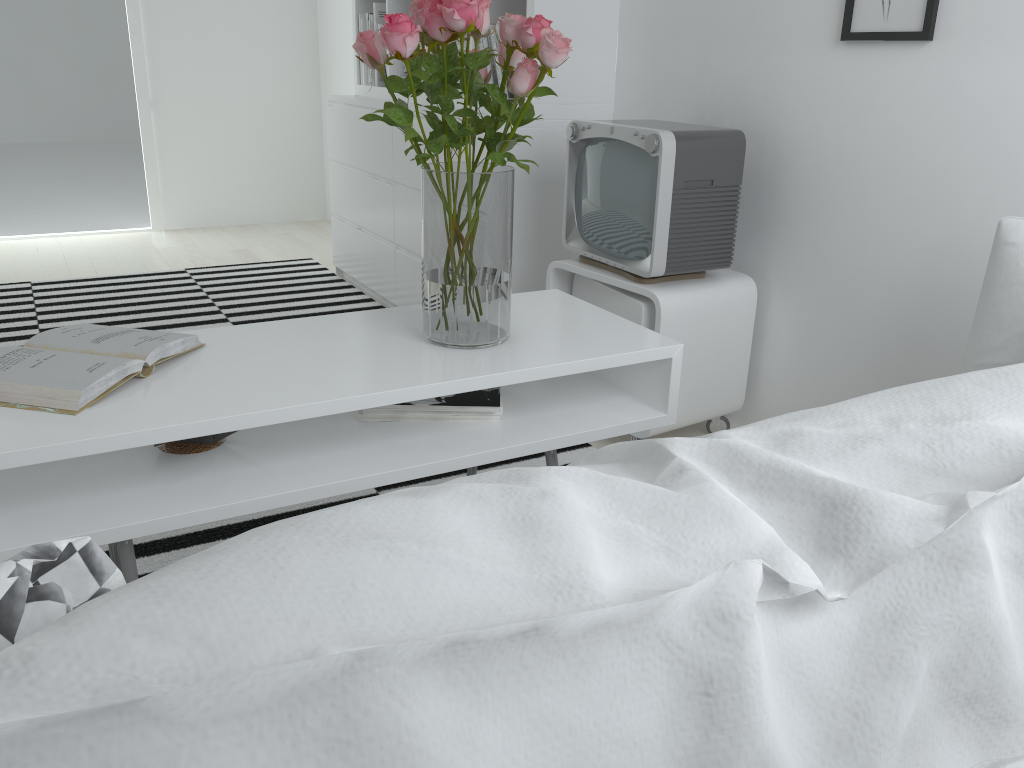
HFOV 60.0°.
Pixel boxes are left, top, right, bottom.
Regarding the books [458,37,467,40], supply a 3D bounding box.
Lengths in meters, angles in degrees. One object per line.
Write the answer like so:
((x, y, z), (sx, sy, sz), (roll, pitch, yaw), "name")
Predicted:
((-0.108, -1.236, 3.179), (0.159, 0.012, 0.285), (-9, 23, -27), "books")

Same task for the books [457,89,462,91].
((-0.093, -1.086, 3.262), (0.232, 0.014, 0.308), (-11, 24, -30), "books")

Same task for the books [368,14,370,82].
((-0.542, -1.461, 3.888), (0.182, 0.288, 0.016), (-9, 23, -27), "books")

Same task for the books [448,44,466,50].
((-0.116, -1.216, 3.205), (0.167, 0.017, 0.263), (-9, 23, -27), "books")

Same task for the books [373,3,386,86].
((-0.504, -1.446, 3.790), (0.176, 0.331, 0.025), (-9, 23, -27), "books")

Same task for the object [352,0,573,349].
((-0.096, -0.376, 1.562), (0.350, 0.599, 0.327), (-2, 21, -9), "object")

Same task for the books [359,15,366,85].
((-0.588, -1.479, 3.934), (0.182, 0.288, 0.016), (-9, 23, -27), "books")

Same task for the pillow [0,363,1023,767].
((0.046, 0.193, 0.506), (0.599, 0.505, 0.391), (-9, 23, -27), "pillow")

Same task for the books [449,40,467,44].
((-0.119, -1.227, 3.190), (0.161, 0.012, 0.254), (-9, 23, -27), "books")

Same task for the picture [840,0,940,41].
((0.815, -0.893, 1.884), (0.019, 0.306, 0.232), (-9, 23, -27), "picture")

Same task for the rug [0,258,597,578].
((-0.789, 0.176, 2.365), (1.846, 0.004, 4.362), (-9, 23, -27), "rug")

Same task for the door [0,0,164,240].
((-2.550, -1.696, 4.334), (0.688, 2.055, 1.397), (8, 21, 18), "door")

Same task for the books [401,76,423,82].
((-0.305, -1.218, 3.560), (0.176, 0.025, 0.331), (-9, 23, -27), "books")

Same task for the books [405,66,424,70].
((-0.303, -1.254, 3.525), (0.161, 0.013, 0.256), (-9, 23, -27), "books")

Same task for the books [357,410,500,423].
((-0.154, 0.029, 1.700), (0.259, 0.014, 0.191), (1, 20, -2), "books")

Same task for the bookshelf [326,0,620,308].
((-0.244, -1.431, 3.268), (0.440, 2.416, 1.595), (-9, 23, -27), "bookshelf")

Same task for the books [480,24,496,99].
((-0.013, -1.076, 2.965), (0.172, 0.235, 0.112), (-9, 23, -27), "books")

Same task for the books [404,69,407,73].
((-0.293, -1.251, 3.560), (0.182, 0.016, 0.288), (-9, 23, -27), "books")

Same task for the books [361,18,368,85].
((-0.578, -1.466, 3.922), (0.174, 0.273, 0.021), (-9, 23, -27), "books")

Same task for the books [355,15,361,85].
((-0.605, -1.482, 3.942), (0.182, 0.288, 0.016), (-9, 23, -27), "books")

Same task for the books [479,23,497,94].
((-0.025, -1.094, 3.004), (0.172, 0.239, 0.093), (-9, 23, -27), "books")

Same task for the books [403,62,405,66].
((-0.305, -1.274, 3.542), (0.159, 0.012, 0.285), (-9, 23, -27), "books")

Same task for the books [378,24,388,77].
((-0.464, -1.382, 3.721), (0.161, 0.235, 0.118), (-9, 23, -27), "books")

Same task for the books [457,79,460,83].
((-0.121, -1.101, 3.222), (0.182, 0.016, 0.288), (-9, 23, -27), "books")

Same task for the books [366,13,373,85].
((-0.553, -1.471, 3.906), (0.180, 0.296, 0.028), (-9, 23, -27), "books")

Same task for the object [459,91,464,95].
((-0.091, -1.071, 3.262), (0.232, 0.014, 0.314), (-10, 23, -28), "object")

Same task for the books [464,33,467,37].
((-0.126, -1.253, 3.189), (0.161, 0.013, 0.256), (-9, 23, -27), "books")

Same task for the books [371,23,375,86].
((-0.528, -1.419, 3.824), (0.161, 0.256, 0.013), (-9, 23, -27), "books")

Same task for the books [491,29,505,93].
((0.022, -1.050, 2.921), (0.161, 0.218, 0.101), (-9, 23, -27), "books")

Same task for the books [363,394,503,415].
((-0.149, 0.016, 1.694), (0.254, 0.014, 0.191), (0, 20, -4), "books")

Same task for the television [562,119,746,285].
((0.350, -0.487, 2.326), (0.273, 0.374, 0.414), (-9, 23, -27), "television")

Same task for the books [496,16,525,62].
((0.073, -1.033, 2.826), (0.176, 0.255, 0.226), (-9, 23, -27), "books")

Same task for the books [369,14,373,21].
((-0.533, -1.456, 3.876), (0.182, 0.288, 0.016), (-9, 23, -27), "books")

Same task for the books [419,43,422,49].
((-0.297, -1.342, 3.538), (0.180, 0.028, 0.296), (-9, 23, -27), "books")

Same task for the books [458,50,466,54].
((-0.100, -1.199, 3.210), (0.182, 0.016, 0.288), (-9, 23, -27), "books")

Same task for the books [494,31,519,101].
((0.036, -1.034, 2.888), (0.161, 0.213, 0.118), (-9, 23, -27), "books")

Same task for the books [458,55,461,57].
((-0.095, -1.181, 3.206), (0.182, 0.016, 0.288), (-9, 23, -27), "books")

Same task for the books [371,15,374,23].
((-0.526, -1.438, 3.833), (0.159, 0.285, 0.012), (-9, 23, -27), "books")

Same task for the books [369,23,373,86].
((-0.538, -1.426, 3.845), (0.161, 0.254, 0.012), (-9, 23, -27), "books")

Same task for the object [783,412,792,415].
((0.515, 0.234, 1.155), (0.670, 0.291, 0.831), (-10, 23, -28), "object")

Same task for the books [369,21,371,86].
((-0.538, -1.436, 3.860), (0.167, 0.263, 0.017), (-9, 23, -27), "books")

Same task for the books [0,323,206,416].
((-0.688, -0.041, 1.421), (0.231, 0.040, 0.342), (6, 21, 12), "books")

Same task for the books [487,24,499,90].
((0.004, -1.065, 2.940), (0.152, 0.232, 0.104), (-9, 23, -27), "books")

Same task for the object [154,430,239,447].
((-0.537, 0.056, 1.495), (0.194, 0.088, 0.186), (-15, 26, -37), "object")

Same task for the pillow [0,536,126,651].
((-0.017, 0.150, 0.624), (2.488, 0.513, 0.676), (-9, 23, -26), "pillow")

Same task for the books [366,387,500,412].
((-0.151, 0.007, 1.683), (0.257, 0.012, 0.207), (1, 20, -1), "books")

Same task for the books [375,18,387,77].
((-0.476, -1.395, 3.731), (0.159, 0.263, 0.131), (-9, 23, -27), "books")

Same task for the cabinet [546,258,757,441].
((0.368, -0.095, 2.494), (0.350, 0.477, 0.467), (-12, 24, -33), "cabinet")

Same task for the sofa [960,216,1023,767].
((-0.042, 0.384, 0.748), (2.647, 0.768, 0.917), (-9, 23, -27), "sofa")
